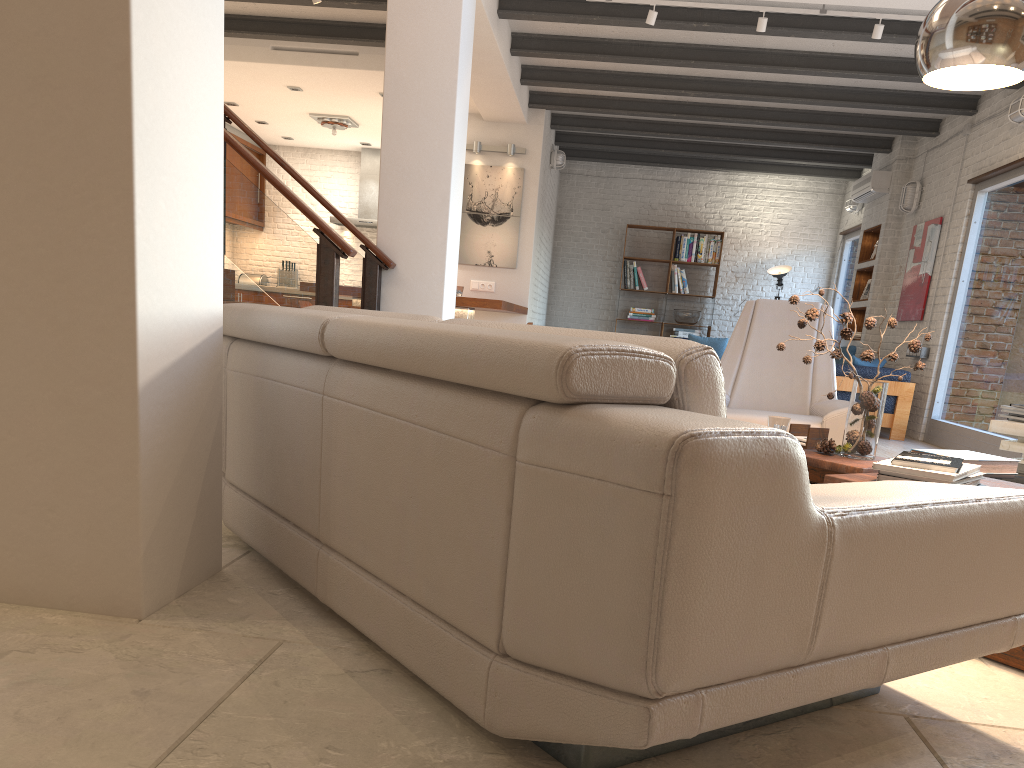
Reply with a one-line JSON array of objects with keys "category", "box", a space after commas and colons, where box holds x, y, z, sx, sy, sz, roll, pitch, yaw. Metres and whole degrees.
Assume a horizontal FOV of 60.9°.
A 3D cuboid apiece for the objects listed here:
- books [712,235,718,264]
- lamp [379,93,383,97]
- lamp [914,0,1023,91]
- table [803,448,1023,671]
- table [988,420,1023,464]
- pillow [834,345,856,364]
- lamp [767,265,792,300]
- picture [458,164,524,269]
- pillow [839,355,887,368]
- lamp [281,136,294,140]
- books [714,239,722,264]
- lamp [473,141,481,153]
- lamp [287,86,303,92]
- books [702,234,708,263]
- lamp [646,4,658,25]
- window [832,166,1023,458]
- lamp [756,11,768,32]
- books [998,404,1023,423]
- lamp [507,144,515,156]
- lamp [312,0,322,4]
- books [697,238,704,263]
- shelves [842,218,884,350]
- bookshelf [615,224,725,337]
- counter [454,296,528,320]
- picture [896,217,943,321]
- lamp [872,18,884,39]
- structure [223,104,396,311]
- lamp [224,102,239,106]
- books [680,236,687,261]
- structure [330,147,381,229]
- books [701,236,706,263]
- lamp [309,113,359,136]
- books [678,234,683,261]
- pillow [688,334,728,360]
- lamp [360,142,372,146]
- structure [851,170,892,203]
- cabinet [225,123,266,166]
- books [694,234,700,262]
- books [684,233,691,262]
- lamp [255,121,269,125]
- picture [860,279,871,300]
[{"category": "books", "box": [2.793, -1.847, 12.055, 0.036, 0.396, 0.236, 6, 11, 5]}, {"category": "lamp", "box": [-1.234, -2.866, 8.593, 0.123, 0.057, 0.120, 6, 6, 5]}, {"category": "lamp", "box": [1.839, -0.391, 1.875, 1.986, 2.429, 0.315, 13, 16, 40]}, {"category": "table", "box": [1.498, 0.460, 3.302, 1.967, 0.443, 2.145, 2, 5, -34]}, {"category": "table", "box": [2.638, 0.460, 4.228, 0.493, 0.521, 0.480, -1, 11, -34]}, {"category": "pillow", "box": [3.536, -0.230, 9.664, 0.254, 0.429, 1.178, 6, 5, 5]}, {"category": "lamp", "box": [3.718, -0.675, 11.879, 0.506, 1.907, 0.837, -1, 13, -22]}, {"category": "picture", "box": [-0.237, -1.778, 9.269, 0.654, 1.050, 0.019, 6, 14, 4]}, {"category": "pillow", "box": [3.291, -0.109, 8.386, 0.563, 0.339, 0.366, 0, 10, -34]}, {"category": "lamp", "box": [-2.914, -3.211, 11.325, 0.123, 0.057, 0.120, 6, 6, 5]}, {"category": "books", "box": [2.841, -1.816, 12.074, 0.055, 0.340, 0.246, 6, 10, 5]}, {"category": "lamp", "box": [-0.363, -2.460, 9.064, 0.078, 0.108, 0.078, 12, 12, 33]}, {"category": "lamp", "box": [-2.155, -2.954, 8.665, 0.123, 0.057, 0.120, 6, 6, 5]}, {"category": "books", "box": [2.664, -1.861, 12.078, 0.036, 0.396, 0.236, 6, 11, 5]}, {"category": "lamp", "box": [0.927, -2.439, 5.780, 0.059, 0.133, 0.083, -1, 12, -25]}, {"category": "window", "box": [4.227, -2.519, 5.626, 0.647, 6.595, 11.990, 6, 6, 6]}, {"category": "lamp", "box": [1.644, -2.371, 5.728, 0.061, 0.133, 0.083, 6, 11, 7]}, {"category": "books", "box": [2.658, 0.171, 4.100, 0.390, 0.082, 0.551, 4, 4, -11]}, {"category": "lamp", "box": [-0.010, -2.427, 9.037, 0.078, 0.108, 0.078, 12, 12, 33]}, {"category": "lamp", "box": [-1.342, -2.655, 5.950, 0.087, 0.133, 0.057, -2, 14, -34]}, {"category": "books", "box": [2.592, -1.838, 12.062, 0.055, 0.340, 0.246, 6, 10, 5]}, {"category": "shelves", "box": [4.126, -1.110, 10.043, 0.192, 1.475, 0.742, 6, 12, 5]}, {"category": "bookshelf", "box": [2.149, -1.030, 12.293, 1.316, 2.276, 0.351, 6, 14, 4]}, {"category": "counter", "box": [-0.826, -0.368, 8.441, 1.683, 0.949, 2.427, 6, 5, 5]}, {"category": "picture", "box": [4.052, -1.119, 8.702, 0.019, 0.991, 0.720, 6, 10, 6]}, {"category": "lamp", "box": [2.382, -2.306, 5.670, 0.061, 0.125, 0.083, 6, 11, 7]}, {"category": "structure", "box": [-1.035, -1.866, 5.798, 10.138, 4.272, 13.474, 6, 5, 5]}, {"category": "lamp", "box": [-3.093, -3.105, 9.605, 0.123, 0.057, 0.120, 6, 6, 5]}, {"category": "books", "box": [2.370, -1.859, 12.086, 0.055, 0.340, 0.246, 6, 10, 5]}, {"category": "structure", "box": [-1.883, -2.624, 11.712, 0.984, 1.026, 0.441, 6, 12, 5]}, {"category": "books", "box": [2.633, -1.849, 12.070, 0.021, 0.371, 0.263, 6, 11, 6]}, {"category": "lamp", "box": [-2.032, -2.935, 9.973, 0.449, 0.176, 0.438, 6, 5, 5]}, {"category": "books", "box": [2.334, -1.878, 12.102, 0.021, 0.371, 0.263, 6, 11, 6]}, {"category": "pillow", "box": [2.581, -0.435, 11.552, 0.555, 0.423, 0.216, 6, 12, 4]}, {"category": "lamp", "box": [-1.887, -3.114, 11.247, 0.123, 0.057, 0.120, 6, 6, 5]}, {"category": "structure", "box": [4.024, -2.209, 9.798, 0.200, 0.226, 0.792, 6, 5, 5]}, {"category": "cabinet", "box": [-3.807, -2.619, 10.491, 0.461, 1.196, 3.250, 6, 5, 6]}, {"category": "books", "box": [2.549, -1.871, 12.074, 0.036, 0.396, 0.236, 6, 11, 5]}, {"category": "books", "box": [2.419, -1.883, 12.079, 0.036, 0.396, 0.236, 6, 11, 5]}, {"category": "lamp", "box": [-3.003, -3.158, 10.466, 0.123, 0.057, 0.120, 6, 6, 5]}, {"category": "picture", "box": [4.140, -1.091, 10.096, 0.102, 0.252, 0.186, 4, 10, -4]}]
